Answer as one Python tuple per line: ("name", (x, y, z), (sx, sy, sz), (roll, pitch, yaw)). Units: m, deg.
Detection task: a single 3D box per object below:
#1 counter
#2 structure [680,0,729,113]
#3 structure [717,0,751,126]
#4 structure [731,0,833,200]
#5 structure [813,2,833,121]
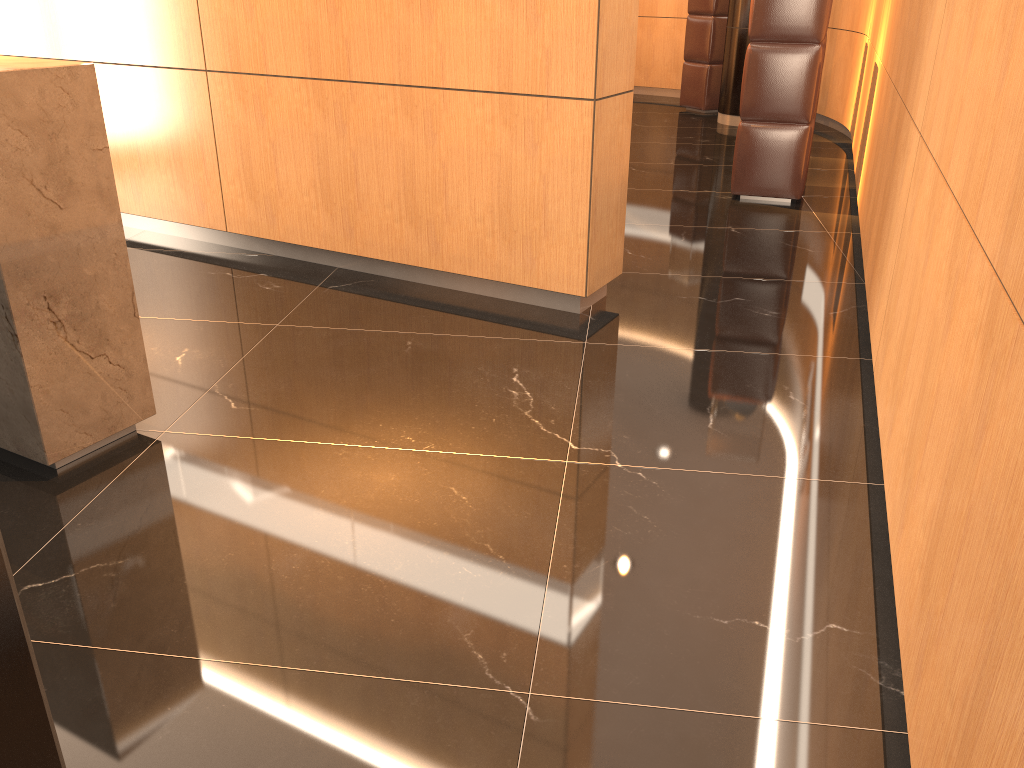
("counter", (-1.925, -0.485, 2.882), (1.500, 1.100, 0.400), (13, 28, 26))
("structure", (2.242, -4.048, 9.756), (0.484, 2.000, 0.498), (-12, 27, -25))
("structure", (2.483, -4.307, 8.611), (0.613, 3.430, 0.613), (10, 26, 20))
("structure", (1.794, -2.244, 5.785), (0.498, 1.968, 0.484), (8, 26, 16))
("structure", (2.451, -3.050, 7.589), (0.498, 2.000, 0.484), (8, 26, 16))
